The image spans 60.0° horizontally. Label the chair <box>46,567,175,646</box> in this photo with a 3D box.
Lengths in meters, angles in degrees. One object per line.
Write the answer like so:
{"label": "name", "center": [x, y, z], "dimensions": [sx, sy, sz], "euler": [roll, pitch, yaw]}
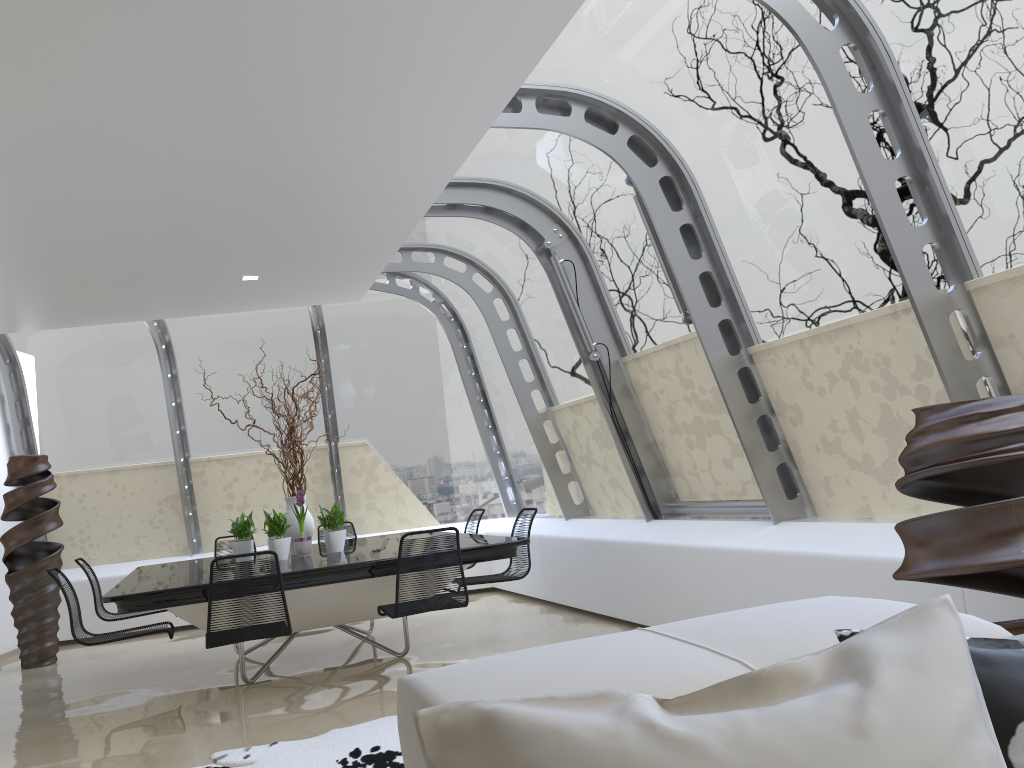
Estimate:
{"label": "chair", "center": [-2.512, 1.373, 5.579], "dimensions": [0.688, 0.519, 0.446], "euler": [-4, -6, -20]}

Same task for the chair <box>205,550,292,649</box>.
{"label": "chair", "center": [-1.472, 1.182, 4.892], "dimensions": [0.446, 0.519, 0.688], "euler": [-4, -6, -20]}

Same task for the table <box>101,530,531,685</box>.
{"label": "table", "center": [-1.486, 1.638, 6.525], "dimensions": [2.494, 0.759, 3.031], "euler": [-4, -6, -20]}

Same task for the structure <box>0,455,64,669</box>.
{"label": "structure", "center": [-4.202, 1.545, 7.789], "dimensions": [0.498, 1.843, 0.493], "euler": [-6, -6, -9]}

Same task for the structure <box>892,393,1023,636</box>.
{"label": "structure", "center": [1.564, 0.666, 2.763], "dimensions": [0.672, 1.258, 0.674], "euler": [-1, -8, -43]}

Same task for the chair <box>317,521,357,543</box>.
{"label": "chair", "center": [-1.560, 1.540, 8.156], "dimensions": [0.446, 0.519, 0.688], "euler": [-4, -6, -20]}

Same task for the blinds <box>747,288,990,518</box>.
{"label": "blinds", "center": [1.785, 0.191, 4.394], "dimensions": [0.329, 1.027, 1.430], "euler": [-4, -6, -20]}

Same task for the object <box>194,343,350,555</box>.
{"label": "object", "center": [-1.795, 0.515, 6.626], "dimensions": [1.031, 1.549, 1.135], "euler": [-3, -7, -28]}

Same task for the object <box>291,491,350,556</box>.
{"label": "object", "center": [-1.388, 1.003, 6.503], "dimensions": [0.417, 0.476, 0.238], "euler": [-7, -6, 8]}

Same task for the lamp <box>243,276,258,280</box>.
{"label": "lamp", "center": [-4.940, -1.146, 0.691], "dimensions": [9.775, 0.004, 9.928], "euler": [-4, -6, -19]}

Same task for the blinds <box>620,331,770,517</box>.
{"label": "blinds", "center": [1.244, 0.310, 5.832], "dimensions": [0.387, 1.214, 1.376], "euler": [-4, -6, -20]}

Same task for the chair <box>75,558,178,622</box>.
{"label": "chair", "center": [-2.930, 1.547, 6.772], "dimensions": [0.688, 0.519, 0.446], "euler": [-4, -6, -20]}

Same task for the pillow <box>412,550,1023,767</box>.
{"label": "pillow", "center": [1.596, 0.296, 0.342], "dimensions": [3.322, 0.530, 1.656], "euler": [-12, -8, 40]}

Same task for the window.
{"label": "window", "center": [-5.189, 0.549, 2.420], "dimensions": [16.693, 3.674, 16.171], "euler": [-5, -6, -14]}

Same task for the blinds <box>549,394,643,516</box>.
{"label": "blinds", "center": [0.776, 0.612, 7.273], "dimensions": [0.329, 1.027, 1.430], "euler": [-4, -6, -20]}

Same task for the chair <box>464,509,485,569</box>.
{"label": "chair", "center": [-0.569, 1.371, 7.624], "dimensions": [0.688, 0.519, 0.446], "euler": [-4, -6, -20]}

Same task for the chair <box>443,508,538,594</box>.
{"label": "chair", "center": [-0.151, 1.197, 6.431], "dimensions": [0.688, 0.519, 0.446], "euler": [-4, -6, -20]}

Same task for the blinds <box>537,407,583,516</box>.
{"label": "blinds", "center": [0.424, 1.359, 8.881], "dimensions": [0.663, 2.118, 1.829], "euler": [-4, -6, -20]}

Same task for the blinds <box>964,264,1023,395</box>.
{"label": "blinds", "center": [2.289, -0.019, 2.955], "dimensions": [0.329, 1.027, 1.430], "euler": [-4, -6, -20]}

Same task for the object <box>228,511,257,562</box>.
{"label": "object", "center": [-1.994, 1.132, 6.592], "dimensions": [0.215, 0.369, 0.284], "euler": [-8, -6, 18]}

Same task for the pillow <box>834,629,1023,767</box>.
{"label": "pillow", "center": [0.727, 0.485, 0.908], "dimensions": [0.604, 0.471, 0.394], "euler": [-6, -6, -4]}

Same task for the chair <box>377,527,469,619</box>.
{"label": "chair", "center": [-0.535, 1.113, 5.230], "dimensions": [0.446, 0.519, 0.688], "euler": [-4, -6, -20]}

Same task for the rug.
{"label": "rug", "center": [-0.606, 1.566, 3.216], "dimensions": [3.220, 0.008, 2.705], "euler": [-4, -6, -20]}

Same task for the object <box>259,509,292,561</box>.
{"label": "object", "center": [-1.659, 1.059, 6.258], "dimensions": [0.215, 0.369, 0.284], "euler": [-8, -6, 13]}

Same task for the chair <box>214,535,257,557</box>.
{"label": "chair", "center": [-2.429, 1.604, 7.842], "dimensions": [0.446, 0.519, 0.688], "euler": [-4, -6, -20]}
